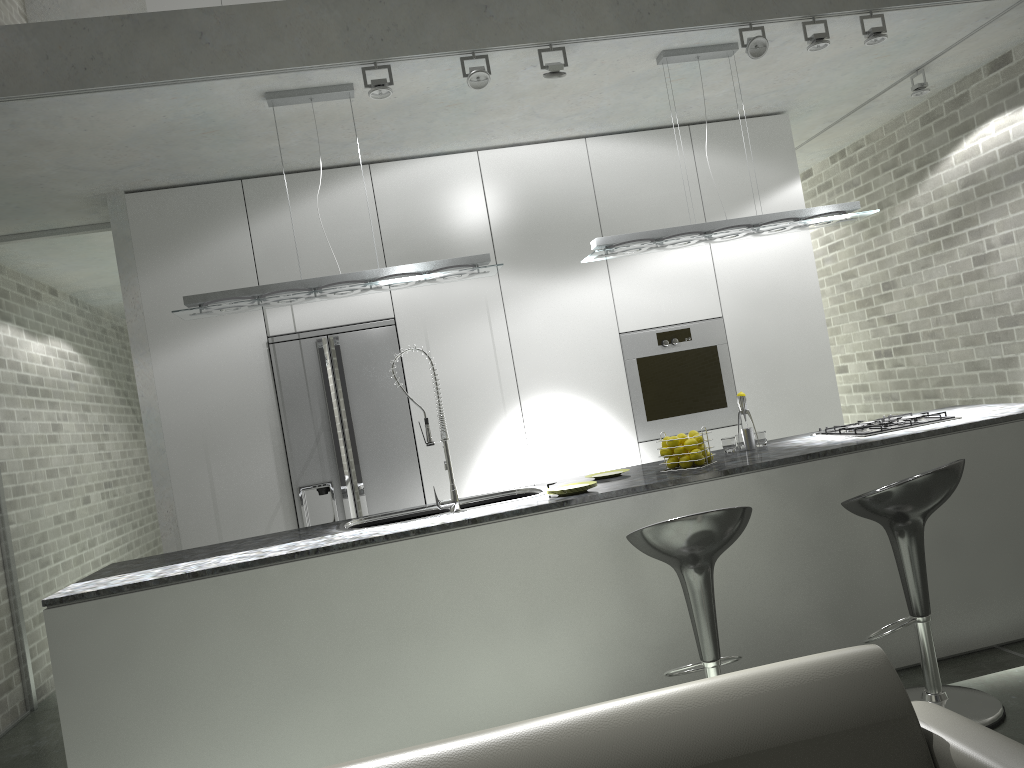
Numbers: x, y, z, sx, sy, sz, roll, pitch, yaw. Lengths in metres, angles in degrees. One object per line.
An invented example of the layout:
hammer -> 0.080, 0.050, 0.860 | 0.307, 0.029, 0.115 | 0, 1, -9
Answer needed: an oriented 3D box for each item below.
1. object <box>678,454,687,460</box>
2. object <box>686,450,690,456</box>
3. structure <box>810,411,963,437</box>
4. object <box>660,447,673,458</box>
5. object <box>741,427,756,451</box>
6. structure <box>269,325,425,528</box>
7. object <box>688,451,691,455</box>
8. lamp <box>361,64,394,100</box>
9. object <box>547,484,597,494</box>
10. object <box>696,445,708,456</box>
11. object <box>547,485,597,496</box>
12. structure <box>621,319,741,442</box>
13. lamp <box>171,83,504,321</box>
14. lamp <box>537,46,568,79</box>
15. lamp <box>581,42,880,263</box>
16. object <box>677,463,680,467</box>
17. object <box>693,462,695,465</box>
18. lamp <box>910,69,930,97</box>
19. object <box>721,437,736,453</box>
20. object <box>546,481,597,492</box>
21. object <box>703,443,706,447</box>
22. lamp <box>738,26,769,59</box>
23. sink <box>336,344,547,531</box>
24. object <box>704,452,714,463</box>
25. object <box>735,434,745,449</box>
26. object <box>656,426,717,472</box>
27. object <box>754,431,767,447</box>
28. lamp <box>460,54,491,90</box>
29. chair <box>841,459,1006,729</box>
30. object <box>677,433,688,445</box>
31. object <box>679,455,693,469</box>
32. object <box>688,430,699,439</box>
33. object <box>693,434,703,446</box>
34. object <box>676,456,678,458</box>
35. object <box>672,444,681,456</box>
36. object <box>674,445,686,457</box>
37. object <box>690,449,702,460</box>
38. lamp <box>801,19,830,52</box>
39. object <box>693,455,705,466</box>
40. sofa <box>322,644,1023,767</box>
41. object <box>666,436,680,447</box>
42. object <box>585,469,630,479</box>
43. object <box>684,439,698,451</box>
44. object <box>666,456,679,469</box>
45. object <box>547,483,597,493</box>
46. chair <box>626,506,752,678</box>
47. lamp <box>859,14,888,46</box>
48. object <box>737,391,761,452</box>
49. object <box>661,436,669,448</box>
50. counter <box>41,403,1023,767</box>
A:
object -> 0.779, 0.341, 3.991 | 0.057, 0.060, 0.052 | -9, -1, -14
object -> 0.808, 0.323, 4.066 | 0.052, 0.053, 0.062 | -10, -1, 17
structure -> 1.785, 0.194, 4.276 | 0.500, 0.038, 0.500 | -9, -1, -10
object -> 0.695, 0.308, 3.986 | 0.063, 0.051, 0.053 | -11, -2, 39
object -> 1.151, 0.268, 4.309 | 0.060, 0.106, 0.060 | -9, -1, -16
structure -> -0.914, 0.646, 5.304 | 0.743, 1.900, 0.160 | -9, -1, -10
object -> 0.816, 0.302, 3.978 | 0.051, 0.053, 0.062 | -9, -1, -12
lamp -> -0.595, -1.350, 3.946 | 0.109, 0.136, 0.109 | -11, -2, 33
object -> 0.255, 0.449, 3.758 | 0.216, 0.017, 0.217 | -10, -1, 23
object -> 0.846, 0.301, 3.968 | 0.061, 0.055, 0.051 | -9, -2, -40
object -> 0.256, 0.454, 3.758 | 0.216, 0.017, 0.217 | -10, -1, 23
structure -> 1.080, -0.028, 5.636 | 0.692, 0.680, 0.036 | -9, -1, -10
lamp -> -0.867, -0.898, 4.153 | 1.490, 0.964, 0.290 | -9, -1, -10
lamp -> 0.191, -1.473, 4.094 | 0.115, 0.151, 0.115 | -11, -2, 33
lamp -> 1.016, -1.212, 4.475 | 1.490, 0.964, 0.290 | -9, -1, -10
object -> 0.736, 0.356, 4.029 | 0.061, 0.053, 0.053 | -10, -1, 23
object -> 0.828, 0.343, 4.026 | 0.050, 0.055, 0.061 | -10, -1, 26
lamp -> 2.499, -1.846, 5.446 | 0.109, 0.132, 0.109 | -11, -2, 32
object -> 1.074, 0.301, 4.388 | 0.063, 0.070, 0.064 | -10, -1, 28
object -> 0.254, 0.440, 3.759 | 0.216, 0.017, 0.217 | -10, -1, 23
object -> 0.853, 0.286, 4.027 | 0.053, 0.054, 0.061 | -10, -1, 27
lamp -> 1.161, -1.634, 4.232 | 0.131, 0.154, 0.098 | -9, -1, -10
sink -> -0.347, 0.340, 4.040 | 0.987, 1.023, 0.546 | -9, -1, -10
object -> 0.885, 0.331, 4.015 | 0.053, 0.052, 0.062 | -10, -1, 20
object -> 1.167, 0.287, 4.478 | 0.063, 0.070, 0.064 | -10, -1, 28
object -> 0.785, 0.289, 4.002 | 0.207, 0.174, 0.189 | -11, -2, 35
object -> 1.238, 0.274, 4.420 | 0.064, 0.070, 0.063 | -10, -1, -2
lamp -> -0.159, -1.415, 4.013 | 0.115, 0.151, 0.115 | -11, -2, 33
chair -> 1.503, 0.760, 3.283 | 0.457, 0.931, 0.464 | -9, -1, -29
object -> 0.768, 0.248, 4.000 | 0.051, 0.053, 0.063 | -9, -1, -18
object -> 0.775, 0.347, 3.948 | 0.064, 0.063, 0.074 | -10, -1, 1
object -> 0.831, 0.240, 4.042 | 0.050, 0.060, 0.059 | -9, -1, -20
object -> 0.835, 0.251, 3.975 | 0.051, 0.053, 0.063 | -10, -1, -7
object -> 0.764, 0.351, 4.082 | 0.053, 0.053, 0.061 | -10, -1, 25
object -> 0.745, 0.298, 4.013 | 0.064, 0.053, 0.051 | -9, -1, -17
object -> 0.749, 0.299, 3.956 | 0.052, 0.053, 0.062 | -11, -2, 42
object -> 0.810, 0.313, 3.909 | 0.061, 0.054, 0.052 | -9, -2, -43
lamp -> 1.478, -1.696, 4.304 | 0.109, 0.135, 0.109 | -11, -2, 38
object -> 0.833, 0.338, 3.945 | 0.051, 0.053, 0.063 | -9, -1, -12
sofa -> 0.090, 1.070, 1.527 | 2.114, 0.717, 0.902 | -9, -1, -10
object -> 0.722, 0.259, 3.963 | 0.063, 0.051, 0.053 | -10, -1, 28
object -> 0.453, 0.430, 4.203 | 0.216, 0.017, 0.217 | -10, -1, 16
object -> 0.794, 0.269, 3.936 | 0.061, 0.052, 0.053 | -10, -1, -6
object -> 0.719, 0.351, 3.973 | 0.060, 0.057, 0.052 | -9, -1, -18
object -> 0.255, 0.444, 3.759 | 0.216, 0.017, 0.217 | -10, -1, 23
chair -> 0.701, 0.895, 3.180 | 0.457, 0.931, 0.464 | -10, -1, 4
lamp -> 1.777, -1.746, 4.355 | 0.109, 0.135, 0.109 | -11, -2, 38
object -> 1.141, 0.178, 4.325 | 0.101, 0.288, 0.088 | -10, -1, 20
object -> 0.703, 0.267, 4.012 | 0.052, 0.060, 0.057 | -9, -2, -31
counter -> 0.436, 0.925, 4.023 | 4.400, 0.960, 0.900 | -9, -1, -10
